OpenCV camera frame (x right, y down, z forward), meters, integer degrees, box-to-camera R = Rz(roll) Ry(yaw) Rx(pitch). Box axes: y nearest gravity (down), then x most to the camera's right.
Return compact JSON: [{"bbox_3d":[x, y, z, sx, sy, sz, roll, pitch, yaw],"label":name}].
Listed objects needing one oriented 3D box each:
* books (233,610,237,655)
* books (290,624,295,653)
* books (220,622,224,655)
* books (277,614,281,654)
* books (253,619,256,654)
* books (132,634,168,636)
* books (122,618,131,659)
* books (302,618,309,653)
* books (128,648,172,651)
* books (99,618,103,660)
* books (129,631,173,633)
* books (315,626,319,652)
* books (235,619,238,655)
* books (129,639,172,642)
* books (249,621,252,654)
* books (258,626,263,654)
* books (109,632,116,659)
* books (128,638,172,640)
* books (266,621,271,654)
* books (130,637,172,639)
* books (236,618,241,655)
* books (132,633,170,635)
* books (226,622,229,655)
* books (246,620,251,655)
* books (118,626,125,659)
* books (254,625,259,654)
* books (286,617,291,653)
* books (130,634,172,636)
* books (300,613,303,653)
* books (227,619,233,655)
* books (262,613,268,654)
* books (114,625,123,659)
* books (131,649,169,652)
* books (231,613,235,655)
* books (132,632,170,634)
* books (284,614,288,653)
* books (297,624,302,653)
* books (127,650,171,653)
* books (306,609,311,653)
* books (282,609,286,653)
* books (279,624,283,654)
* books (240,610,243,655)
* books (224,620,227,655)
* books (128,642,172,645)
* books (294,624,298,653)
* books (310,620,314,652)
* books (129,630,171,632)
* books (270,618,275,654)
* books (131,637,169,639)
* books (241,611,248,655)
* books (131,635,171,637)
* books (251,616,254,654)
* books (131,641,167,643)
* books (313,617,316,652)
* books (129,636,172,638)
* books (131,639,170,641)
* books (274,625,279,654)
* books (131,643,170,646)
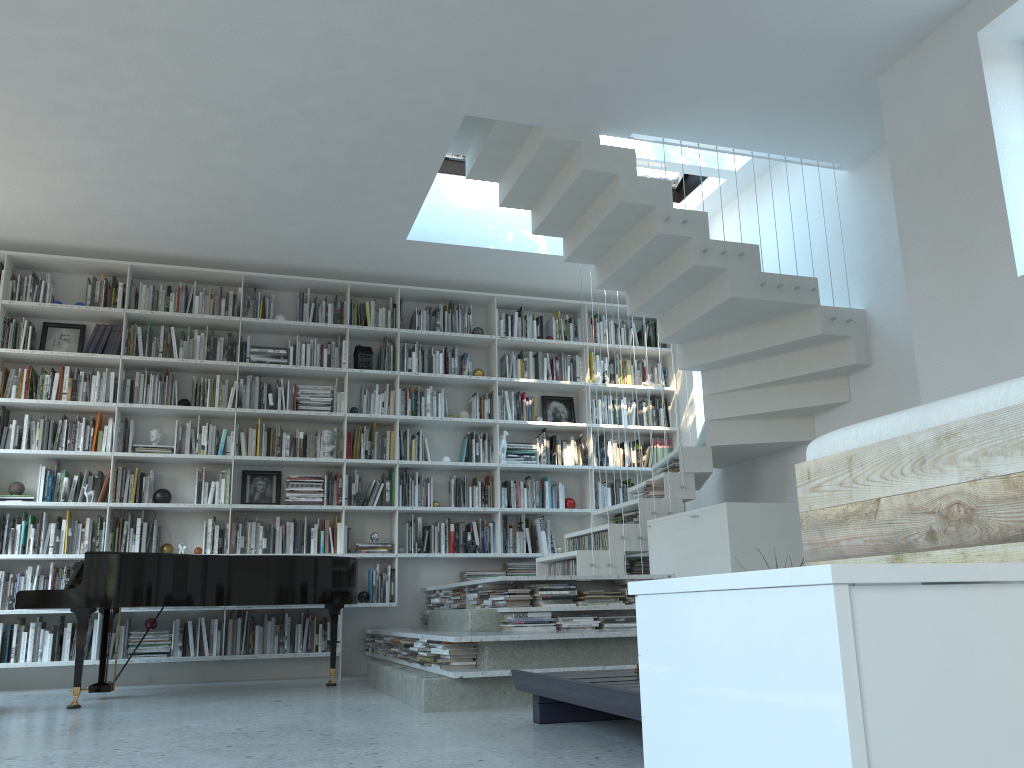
[{"bbox_3d":[-2.071,1.845,6.624,0.014,0.339,0.140,3,-14,-17],"label":"books"},{"bbox_3d":[-1.673,1.931,6.739,0.040,0.212,0.129,3,-15,-17],"label":"books"},{"bbox_3d":[-2.157,1.893,6.596,0.021,0.237,0.116,3,-15,-17],"label":"books"},{"bbox_3d":[-1.763,1.885,6.699,0.013,0.284,0.185,3,-15,-17],"label":"books"},{"bbox_3d":[-1.938,1.895,6.660,0.012,0.254,0.151,3,-15,-17],"label":"books"},{"bbox_3d":[-2.621,1.820,6.445,0.254,0.005,0.161,5,-16,-22],"label":"books"},{"bbox_3d":[-2.781,1.833,6.400,0.027,0.281,0.129,3,-14,-17],"label":"books"},{"bbox_3d":[-1.574,1.909,6.738,0.044,0.250,0.187,3,-15,-17],"label":"books"},{"bbox_3d":[-2.620,1.921,6.427,0.285,0.007,0.160,3,-15,-15],"label":"books"},{"bbox_3d":[-2.933,1.824,6.356,0.012,0.284,0.160,3,-15,-17],"label":"books"},{"bbox_3d":[-2.625,1.807,6.460,0.285,0.005,0.160,3,-15,-17],"label":"books"},{"bbox_3d":[-1.498,1.948,6.777,0.024,0.190,0.155,3,-15,-17],"label":"books"},{"bbox_3d":[-2.062,1.888,6.630,0.010,0.258,0.131,3,-15,-17],"label":"books"},{"bbox_3d":[-2.625,1.863,6.440,0.285,0.005,0.160,4,-15,-19],"label":"books"},{"bbox_3d":[-1.960,1.900,6.646,0.012,0.238,0.129,3,-15,-17],"label":"books"},{"bbox_3d":[-1.893,1.927,6.672,0.030,0.196,0.143,3,-15,-17],"label":"books"},{"bbox_3d":[-2.863,1.875,6.357,0.053,0.183,0.148,3,-15,-17],"label":"books"},{"bbox_3d":[-2.626,1.854,6.445,0.285,0.005,0.160,3,-15,-16],"label":"books"},{"bbox_3d":[-1.838,1.910,6.685,0.030,0.234,0.138,3,-15,-17],"label":"books"},{"bbox_3d":[-2.626,1.848,6.446,0.285,0.005,0.160,3,-15,-18],"label":"books"},{"bbox_3d":[-2.043,1.884,6.626,0.025,0.263,0.145,3,-15,-17],"label":"books"},{"bbox_3d":[-2.624,1.818,6.456,0.254,0.005,0.161,3,-15,-17],"label":"books"},{"bbox_3d":[-2.121,1.893,6.603,0.010,0.237,0.134,3,-15,-17],"label":"books"},{"bbox_3d":[-1.977,1.896,6.645,0.022,0.246,0.144,3,-15,-17],"label":"books"},{"bbox_3d":[-2.806,1.859,6.386,0.027,0.226,0.139,3,-15,-17],"label":"books"},{"bbox_3d":[-1.912,1.913,6.637,0.028,0.206,0.175,3,-15,-17],"label":"books"},{"bbox_3d":[-1.701,1.903,6.728,0.024,0.261,0.132,3,-15,-17],"label":"books"},{"bbox_3d":[-2.622,1.826,6.448,0.285,0.005,0.160,4,-15,-20],"label":"books"},{"bbox_3d":[-1.604,1.889,6.744,0.011,0.292,0.184,3,-15,-17],"label":"books"},{"bbox_3d":[-2.097,1.880,6.588,0.026,0.255,0.184,3,-15,-17],"label":"books"},{"bbox_3d":[-1.864,1.879,6.681,0.026,0.293,0.155,3,-15,-17],"label":"books"},{"bbox_3d":[-2.827,1.853,6.371,0.023,0.231,0.164,3,-15,-17],"label":"books"},{"bbox_3d":[-2.619,1.927,6.421,0.254,0.007,0.161,4,-15,-21],"label":"books"},{"bbox_3d":[-2.078,1.859,6.600,0.014,0.300,0.185,3,-15,-17],"label":"books"},{"bbox_3d":[-2.624,1.812,6.458,0.254,0.005,0.161,3,-15,-17],"label":"books"},{"bbox_3d":[-1.715,1.886,6.711,0.014,0.287,0.185,3,-15,-17],"label":"books"},{"bbox_3d":[-1.622,1.928,6.727,0.029,0.209,0.171,3,-15,-17],"label":"books"},{"bbox_3d":[-2.618,1.933,6.417,0.285,0.007,0.160,2,-15,-12],"label":"books"},{"bbox_3d":[-1.549,1.879,6.758,0.013,0.316,0.187,3,-15,-17],"label":"books"},{"bbox_3d":[-1.728,1.862,6.711,0.014,0.335,0.183,3,-15,-17],"label":"books"},{"bbox_3d":[-1.746,1.922,6.699,0.022,0.212,0.167,3,-15,-17],"label":"books"},{"bbox_3d":[-2.024,1.847,6.631,0.012,0.336,0.144,3,-14,-17],"label":"books"},{"bbox_3d":[-2.131,1.884,6.599,0.012,0.253,0.161,3,-15,-17],"label":"books"},{"bbox_3d":[-2.622,1.882,6.439,0.285,0.007,0.160,3,-15,-16],"label":"books"},{"bbox_3d":[-1.639,1.928,6.716,0.010,0.205,0.180,3,-15,-17],"label":"books"},{"bbox_3d":[-1.535,1.924,6.776,0.028,0.238,0.140,3,-15,-17],"label":"books"},{"bbox_3d":[-2.621,1.794,6.451,0.285,0.005,0.160,2,-15,-12],"label":"books"},{"bbox_3d":[-1.810,1.898,6.696,0.028,0.260,0.133,3,-15,-17],"label":"books"},{"bbox_3d":[-2.627,1.844,6.449,0.254,0.005,0.161,3,-15,-17],"label":"books"},{"bbox_3d":[-2.002,1.861,6.635,0.034,0.310,0.170,3,-15,-17],"label":"books"},{"bbox_3d":[-2.621,1.831,6.445,0.254,0.005,0.161,2,-15,-13],"label":"books"},{"bbox_3d":[-1.950,1.884,6.658,0.012,0.275,0.155,3,-15,-17],"label":"books"},{"bbox_3d":[-2.626,1.870,6.443,0.254,0.005,0.161,3,-15,-17],"label":"books"},{"bbox_3d":[-1.512,1.912,6.771,0.011,0.257,0.172,3,-15,-17],"label":"books"},{"bbox_3d":[-2.624,1.836,6.442,0.285,0.005,0.160,4,-15,-21],"label":"books"},{"bbox_3d":[-2.626,1.859,6.443,0.254,0.005,0.161,3,-15,-18],"label":"books"},{"bbox_3d":[-1.783,1.927,6.696,0.024,0.203,0.145,3,-15,-17],"label":"books"},{"bbox_3d":[-2.622,1.889,6.437,0.254,0.007,0.161,3,-15,-16],"label":"books"}]
